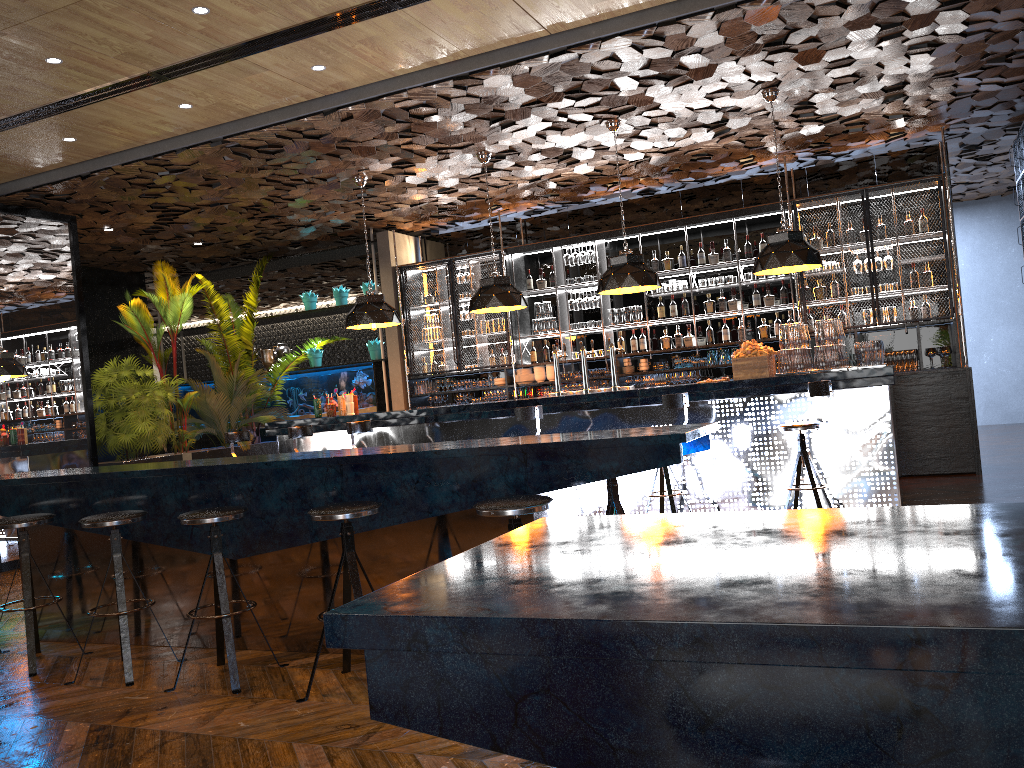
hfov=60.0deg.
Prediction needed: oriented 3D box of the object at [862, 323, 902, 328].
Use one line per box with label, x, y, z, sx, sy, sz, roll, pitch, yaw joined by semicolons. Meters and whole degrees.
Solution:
object;4.034;-0.633;9.712;0.437;0.019;0.273;-6;-1;24

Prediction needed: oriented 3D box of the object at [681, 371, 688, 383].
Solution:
object;2.046;-0.033;10.488;0.091;0.229;0.091;-5;-1;-39

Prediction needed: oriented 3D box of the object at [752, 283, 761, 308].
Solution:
object;2.840;-1.021;10.303;0.086;0.298;0.086;-5;-1;-17

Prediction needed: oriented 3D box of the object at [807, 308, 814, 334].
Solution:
object;3.381;-0.709;10.071;0.086;0.298;0.086;-5;-1;-17

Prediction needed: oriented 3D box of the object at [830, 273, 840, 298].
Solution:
object;3.623;-1.097;9.956;0.086;0.298;0.086;-5;-1;-17

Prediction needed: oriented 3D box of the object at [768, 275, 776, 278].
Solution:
object;2.973;-1.260;10.151;0.089;0.092;0.089;-5;-1;-27

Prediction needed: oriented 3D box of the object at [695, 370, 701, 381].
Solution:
object;2.233;-0.049;10.655;0.091;0.229;0.091;-6;-1;22

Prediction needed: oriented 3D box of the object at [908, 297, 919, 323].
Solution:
object;4.355;-0.797;9.623;0.083;0.282;0.083;-5;-1;9

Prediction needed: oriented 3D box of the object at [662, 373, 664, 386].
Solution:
object;1.813;-0.011;10.638;0.049;0.231;0.049;-6;-1;28

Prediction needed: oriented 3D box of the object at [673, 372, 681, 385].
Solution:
object;1.963;-0.025;10.526;0.091;0.229;0.091;-5;-1;-18

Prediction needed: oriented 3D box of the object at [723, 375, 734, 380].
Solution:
object;2.540;-0.034;10.364;0.356;0.134;0.206;-6;-1;32

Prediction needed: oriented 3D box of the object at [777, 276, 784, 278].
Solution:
object;3.113;-1.271;10.274;0.089;0.092;0.089;-5;-1;-27

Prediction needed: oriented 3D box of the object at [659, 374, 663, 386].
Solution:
object;1.784;-0.009;10.580;0.049;0.231;0.049;-6;-1;19

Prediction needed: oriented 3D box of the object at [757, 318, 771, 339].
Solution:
object;2.922;-0.637;10.269;0.151;0.248;0.094;-6;-1;33

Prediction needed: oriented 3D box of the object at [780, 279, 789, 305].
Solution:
object;3.120;-1.049;10.172;0.086;0.299;0.086;-5;-1;-17

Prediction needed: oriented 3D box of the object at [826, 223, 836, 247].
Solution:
object;3.572;-1.666;9.949;0.086;0.297;0.086;-5;-1;-17

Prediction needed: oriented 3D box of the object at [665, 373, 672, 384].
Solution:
object;1.867;-0.016;10.564;0.091;0.229;0.091;-5;-1;10

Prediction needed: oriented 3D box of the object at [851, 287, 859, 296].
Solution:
object;3.783;-1.013;9.781;0.089;0.092;0.089;-5;-1;8

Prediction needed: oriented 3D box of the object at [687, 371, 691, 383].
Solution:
object;2.127;-0.040;10.574;0.091;0.229;0.091;-6;-1;18

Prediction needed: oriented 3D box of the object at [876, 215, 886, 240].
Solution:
object;4.049;-1.707;9.731;0.083;0.282;0.083;-5;-1;9

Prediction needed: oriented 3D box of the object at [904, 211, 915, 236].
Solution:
object;4.306;-1.731;9.616;0.083;0.282;0.083;-6;-1;39

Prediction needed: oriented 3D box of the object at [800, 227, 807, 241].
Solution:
object;3.304;-1.639;10.074;0.086;0.299;0.086;-5;-1;-17

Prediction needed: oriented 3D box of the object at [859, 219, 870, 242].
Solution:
object;3.907;-1.690;9.797;0.123;0.279;0.123;-6;-1;28

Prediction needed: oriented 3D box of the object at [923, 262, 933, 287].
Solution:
object;4.482;-1.175;9.555;0.083;0.282;0.083;-6;-1;34

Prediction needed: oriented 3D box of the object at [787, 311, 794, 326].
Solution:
object;3.192;-0.689;10.147;0.080;0.299;0.080;-6;-1;27

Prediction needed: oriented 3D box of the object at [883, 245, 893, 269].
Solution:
object;4.082;-1.380;9.627;0.092;0.244;0.092;-6;-1;18

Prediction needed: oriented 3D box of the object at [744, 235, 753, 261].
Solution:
object;2.750;-1.586;10.320;0.086;0.299;0.086;-5;-1;-17

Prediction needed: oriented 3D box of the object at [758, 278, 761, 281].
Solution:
object;2.923;-1.253;10.373;0.089;0.092;0.089;-5;-1;10

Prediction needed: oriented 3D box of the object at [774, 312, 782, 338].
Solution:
object;3.066;-0.677;10.219;0.086;0.298;0.086;-5;-1;-17

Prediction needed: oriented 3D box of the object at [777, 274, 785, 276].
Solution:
object;3.067;-1.269;10.115;0.089;0.092;0.089;-5;-1;10

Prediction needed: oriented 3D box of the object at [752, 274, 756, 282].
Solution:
object;2.819;-1.243;10.382;0.089;0.092;0.089;-5;-1;-22

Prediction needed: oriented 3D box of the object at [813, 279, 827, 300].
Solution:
object;3.480;-1.058;10.006;0.151;0.248;0.094;-6;-1;33

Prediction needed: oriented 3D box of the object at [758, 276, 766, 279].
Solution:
object;2.884;-1.250;10.233;0.089;0.092;0.089;-6;-1;23

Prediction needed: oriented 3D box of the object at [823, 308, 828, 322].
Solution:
object;3.538;-0.714;9.977;0.123;0.279;0.123;-6;-1;13

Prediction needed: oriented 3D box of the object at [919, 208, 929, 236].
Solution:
object;4.443;-1.753;9.583;0.086;0.298;0.086;-5;-1;-12

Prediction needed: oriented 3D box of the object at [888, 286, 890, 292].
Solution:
object;4.167;-1.049;9.801;0.089;0.092;0.089;-5;-1;8

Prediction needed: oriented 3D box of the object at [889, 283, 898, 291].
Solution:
object;4.159;-1.050;9.656;0.089;0.092;0.089;-5;-1;8

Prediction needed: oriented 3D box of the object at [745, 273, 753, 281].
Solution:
object;2.740;-1.236;10.265;0.089;0.092;0.089;-5;-1;10

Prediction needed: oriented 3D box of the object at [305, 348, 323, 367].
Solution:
object;-2.842;-0.387;12.767;0.265;0.325;0.245;-5;-1;-12

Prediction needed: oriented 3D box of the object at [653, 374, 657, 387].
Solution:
object;1.716;-0.002;10.611;0.049;0.231;0.049;-6;-1;36

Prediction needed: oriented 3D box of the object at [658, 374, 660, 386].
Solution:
object;1.776;-0.007;10.724;0.049;0.231;0.049;-5;-1;-29

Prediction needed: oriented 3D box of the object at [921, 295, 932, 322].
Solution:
object;4.474;-0.816;9.585;0.086;0.298;0.086;-5;-1;-17

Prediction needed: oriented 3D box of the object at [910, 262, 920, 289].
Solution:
object;4.359;-1.171;9.614;0.086;0.299;0.086;-5;-1;-17

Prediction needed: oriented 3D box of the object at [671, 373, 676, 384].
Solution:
object;1.955;-0.023;10.654;0.091;0.229;0.091;-5;-1;-45

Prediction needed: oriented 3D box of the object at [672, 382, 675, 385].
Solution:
object;1.969;-0.023;10.772;0.091;0.229;0.091;-5;-1;-30

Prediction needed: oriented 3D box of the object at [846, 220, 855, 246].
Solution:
object;3.765;-1.679;9.859;0.083;0.282;0.083;-6;-1;24

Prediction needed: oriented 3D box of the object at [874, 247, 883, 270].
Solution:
object;3.988;-1.371;9.669;0.092;0.244;0.092;-6;-1;18

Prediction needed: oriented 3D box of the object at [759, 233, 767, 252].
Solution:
object;2.911;-1.601;10.278;0.086;0.298;0.086;-5;-1;-17

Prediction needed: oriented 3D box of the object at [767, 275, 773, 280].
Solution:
object;3.008;-1.261;10.308;0.089;0.092;0.089;-5;-1;10

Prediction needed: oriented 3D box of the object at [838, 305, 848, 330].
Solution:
object;3.698;-0.741;9.923;0.086;0.299;0.086;-5;-1;-17

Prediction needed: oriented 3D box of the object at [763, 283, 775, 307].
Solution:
object;2.960;-1.022;10.226;0.123;0.279;0.123;-6;-1;13

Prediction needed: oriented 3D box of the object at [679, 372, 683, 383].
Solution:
object;2.042;-0.032;10.615;0.091;0.229;0.091;-5;-1;-34

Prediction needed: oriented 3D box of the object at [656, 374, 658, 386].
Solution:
object;1.744;-0.004;10.671;0.049;0.231;0.049;-6;-1;33

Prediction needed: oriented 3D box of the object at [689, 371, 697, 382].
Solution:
object;2.133;-0.042;10.447;0.091;0.229;0.091;-5;-1;-4

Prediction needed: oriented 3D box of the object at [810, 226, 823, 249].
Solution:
object;3.430;-1.642;9.996;0.123;0.279;0.123;-6;-1;33

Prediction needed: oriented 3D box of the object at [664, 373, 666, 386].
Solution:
object;1.844;-0.013;10.696;0.049;0.231;0.049;-6;-1;32

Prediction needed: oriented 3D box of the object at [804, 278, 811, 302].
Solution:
object;3.339;-1.062;10.070;0.083;0.282;0.083;-5;-1;9
